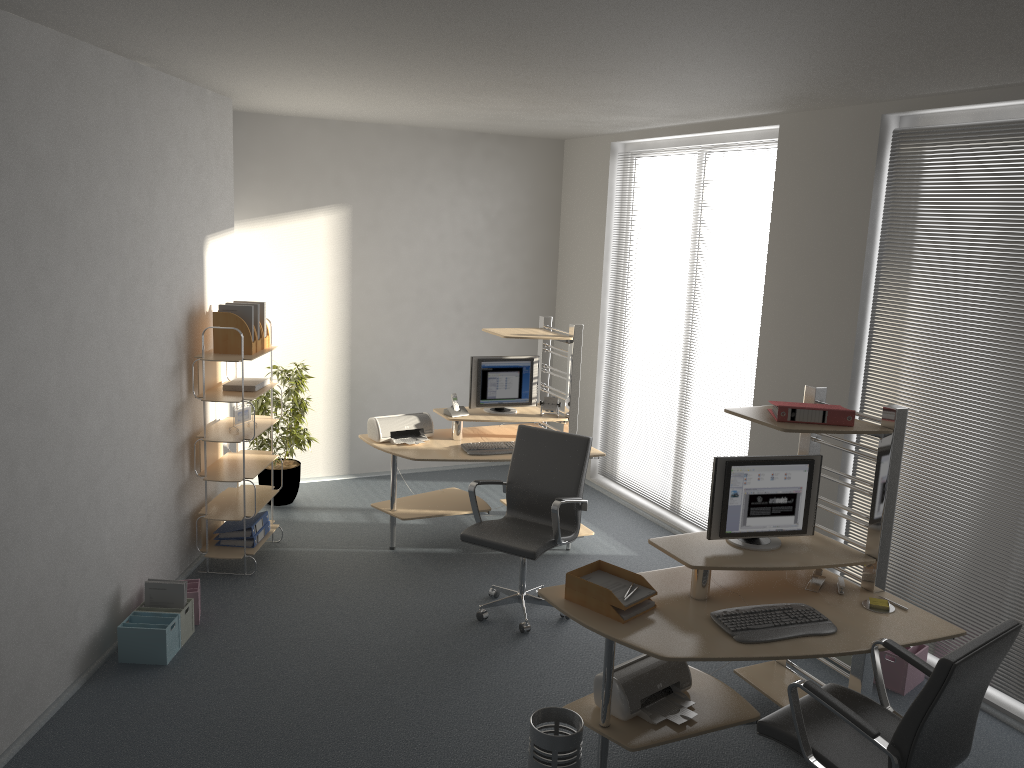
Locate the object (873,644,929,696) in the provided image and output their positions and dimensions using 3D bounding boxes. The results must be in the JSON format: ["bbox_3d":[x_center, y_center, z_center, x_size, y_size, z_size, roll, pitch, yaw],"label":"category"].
[{"bbox_3d":[2.012,1.461,4.617,0.245,0.202,0.185,-8,15,-43],"label":"object"}]

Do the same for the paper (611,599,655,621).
[{"bbox_3d":[0.410,0.895,3.688,0.297,0.019,0.210,12,15,42],"label":"paper"}]

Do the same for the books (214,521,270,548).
[{"bbox_3d":[-1.771,0.980,5.841,0.262,0.072,0.320,3,11,2],"label":"books"}]

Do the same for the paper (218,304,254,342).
[{"bbox_3d":[-1.729,-0.346,5.558,0.213,0.297,0.045,2,11,-1],"label":"paper"}]

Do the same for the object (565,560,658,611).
[{"bbox_3d":[0.412,0.828,3.676,0.309,0.060,0.225,12,15,42],"label":"object"}]

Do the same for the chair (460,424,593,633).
[{"bbox_3d":[0.082,0.835,5.150,0.584,1.048,0.652,9,12,29],"label":"chair"}]

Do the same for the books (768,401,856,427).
[{"bbox_3d":[1.319,0.115,3.928,0.320,0.072,0.262,4,11,6],"label":"books"}]

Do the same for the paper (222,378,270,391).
[{"bbox_3d":[-1.725,0.002,5.766,0.213,0.046,0.297,3,11,1],"label":"paper"}]

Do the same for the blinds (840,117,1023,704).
[{"bbox_3d":[2.444,0.144,4.238,0.022,2.770,1.950,-3,12,-25],"label":"blinds"}]

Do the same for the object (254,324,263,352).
[{"bbox_3d":[-1.727,-0.345,5.664,0.243,0.259,0.113,3,11,2],"label":"object"}]

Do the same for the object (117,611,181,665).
[{"bbox_3d":[-1.852,1.304,4.541,0.245,0.202,0.185,3,11,1],"label":"object"}]

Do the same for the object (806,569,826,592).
[{"bbox_3d":[1.361,0.870,3.968,0.054,0.064,0.159,9,12,31],"label":"object"}]

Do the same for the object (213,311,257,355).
[{"bbox_3d":[-1.729,-0.322,5.542,0.243,0.259,0.113,2,11,-1],"label":"object"}]

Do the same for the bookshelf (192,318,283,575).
[{"bbox_3d":[-1.758,0.379,5.741,0.381,1.572,0.724,3,11,2],"label":"bookshelf"}]

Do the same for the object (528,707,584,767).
[{"bbox_3d":[0.167,1.501,3.498,0.208,0.377,0.208,6,11,18],"label":"object"}]

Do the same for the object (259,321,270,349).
[{"bbox_3d":[-1.717,-0.368,5.786,0.243,0.259,0.113,3,11,5],"label":"object"}]

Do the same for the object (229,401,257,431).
[{"bbox_3d":[-1.728,0.204,5.699,0.077,0.161,0.192,6,11,20],"label":"object"}]

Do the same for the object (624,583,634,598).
[{"bbox_3d":[0.479,0.847,3.636,0.008,0.009,0.159,6,11,19],"label":"object"}]

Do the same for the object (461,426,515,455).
[{"bbox_3d":[-0.186,0.405,6.293,0.478,0.082,0.814,-1,11,-18],"label":"object"}]

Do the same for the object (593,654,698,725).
[{"bbox_3d":[0.616,1.286,3.755,0.438,0.162,0.351,-7,14,-41],"label":"object"}]

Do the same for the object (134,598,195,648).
[{"bbox_3d":[-1.848,1.270,4.723,0.245,0.202,0.185,3,11,1],"label":"object"}]

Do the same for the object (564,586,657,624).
[{"bbox_3d":[0.410,0.883,3.686,0.309,0.060,0.225,12,15,42],"label":"object"}]

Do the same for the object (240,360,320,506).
[{"bbox_3d":[-1.786,0.377,6.913,0.544,1.147,0.644,3,11,3],"label":"object"}]

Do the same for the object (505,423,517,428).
[{"bbox_3d":[0.110,0.383,6.465,0.168,0.088,0.742,-2,12,-23],"label":"object"}]

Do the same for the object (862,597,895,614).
[{"bbox_3d":[1.559,0.935,3.770,0.132,0.026,0.132,-3,12,-25],"label":"object"}]

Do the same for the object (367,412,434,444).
[{"bbox_3d":[-0.737,0.311,6.165,0.438,0.162,0.351,-5,13,-33],"label":"object"}]

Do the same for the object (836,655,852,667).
[{"bbox_3d":[1.891,1.420,4.805,0.245,0.202,0.185,-3,12,-25],"label":"object"}]

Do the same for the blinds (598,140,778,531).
[{"bbox_3d":[1.247,-0.379,6.716,0.037,2.749,1.950,-3,12,-25],"label":"blinds"}]

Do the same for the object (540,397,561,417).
[{"bbox_3d":[0.278,0.162,6.407,0.154,0.135,0.093,5,11,11],"label":"object"}]

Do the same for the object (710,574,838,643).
[{"bbox_3d":[0.966,0.925,3.819,0.478,0.082,0.814,-1,11,-18],"label":"object"}]

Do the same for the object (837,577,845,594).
[{"bbox_3d":[1.460,0.891,3.935,0.022,0.042,0.134,6,11,16],"label":"object"}]

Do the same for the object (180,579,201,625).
[{"bbox_3d":[-1.870,1.227,4.945,0.245,0.202,0.185,-1,11,-17],"label":"object"}]

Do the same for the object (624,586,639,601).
[{"bbox_3d":[0.486,0.853,3.607,0.008,0.009,0.159,8,12,27],"label":"object"}]

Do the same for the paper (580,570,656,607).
[{"bbox_3d":[0.412,0.845,3.678,0.297,0.010,0.210,12,15,42],"label":"paper"}]

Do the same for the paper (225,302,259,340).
[{"bbox_3d":[-1.727,-0.368,5.680,0.213,0.297,0.045,3,11,2],"label":"paper"}]

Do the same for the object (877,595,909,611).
[{"bbox_3d":[1.633,0.938,3.810,0.011,0.011,0.158,-3,12,-28],"label":"object"}]

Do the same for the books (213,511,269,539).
[{"bbox_3d":[-1.779,0.926,5.832,0.263,0.100,0.320,3,11,2],"label":"books"}]

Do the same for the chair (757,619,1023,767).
[{"bbox_3d":[1.279,1.270,3.133,0.584,1.048,0.652,-6,14,-39],"label":"chair"}]

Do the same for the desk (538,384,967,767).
[{"bbox_3d":[0.971,0.889,3.681,1.469,1.566,0.967,-3,12,-25],"label":"desk"}]

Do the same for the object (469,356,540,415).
[{"bbox_3d":[-0.066,-0.006,6.454,0.516,0.418,0.245,0,11,-11],"label":"object"}]

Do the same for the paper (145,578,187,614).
[{"bbox_3d":[-1.844,1.198,4.725,0.220,0.306,0.068,3,11,1],"label":"paper"}]

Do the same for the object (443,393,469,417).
[{"bbox_3d":[-0.396,0.145,6.300,0.150,0.151,0.119,-6,14,-39],"label":"object"}]

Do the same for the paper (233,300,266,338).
[{"bbox_3d":[-1.716,-0.391,5.802,0.213,0.297,0.045,3,11,5],"label":"paper"}]

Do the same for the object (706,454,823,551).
[{"bbox_3d":[1.119,0.511,4.002,0.516,0.418,0.245,2,11,-4],"label":"object"}]

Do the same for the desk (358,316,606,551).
[{"bbox_3d":[-0.221,0.368,6.154,1.469,1.566,0.967,-3,12,-25],"label":"desk"}]
